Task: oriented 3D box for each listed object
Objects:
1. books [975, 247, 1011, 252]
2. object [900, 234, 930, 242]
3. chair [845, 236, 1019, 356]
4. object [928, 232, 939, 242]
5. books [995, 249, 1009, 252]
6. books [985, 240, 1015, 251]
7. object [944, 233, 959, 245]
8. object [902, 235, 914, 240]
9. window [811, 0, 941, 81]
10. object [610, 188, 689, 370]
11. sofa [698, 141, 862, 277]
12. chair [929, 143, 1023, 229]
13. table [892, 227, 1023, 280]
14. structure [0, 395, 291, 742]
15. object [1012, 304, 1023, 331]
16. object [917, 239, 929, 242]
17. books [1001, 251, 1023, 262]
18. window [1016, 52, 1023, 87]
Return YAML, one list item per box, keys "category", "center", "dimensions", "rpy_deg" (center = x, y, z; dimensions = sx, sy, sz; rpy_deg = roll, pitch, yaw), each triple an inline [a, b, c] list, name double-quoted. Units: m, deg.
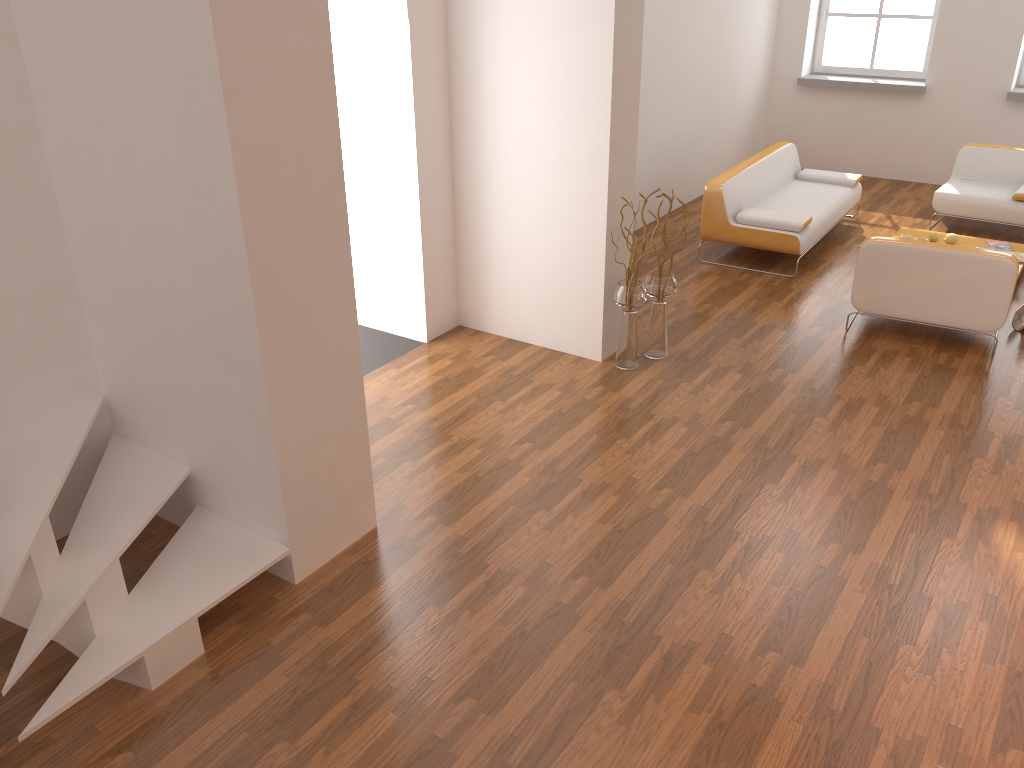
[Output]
- category: "books"
  center: [3.811, -1.055, 7.015]
  dimensions: [0.249, 0.004, 0.171]
  rpy_deg: [3, 27, 8]
- category: "object"
  center: [3.243, -1.142, 7.154]
  dimensions: [0.227, 0.048, 0.227]
  rpy_deg: [10, 28, 21]
- category: "chair"
  center: [2.823, -0.702, 5.919]
  dimensions: [0.923, 0.661, 0.825]
  rpy_deg: [13, 30, 26]
- category: "object"
  center: [3.435, -1.198, 7.218]
  dimensions: [0.094, 0.087, 0.080]
  rpy_deg: [-14, 29, -25]
- category: "books"
  center: [3.806, -1.009, 6.911]
  dimensions: [0.249, 0.004, 0.171]
  rpy_deg: [-17, 31, -29]
- category: "books"
  center: [3.921, -1.114, 7.131]
  dimensions: [0.171, 0.004, 0.249]
  rpy_deg: [6, 27, 13]
- category: "object"
  center: [3.543, -1.169, 7.152]
  dimensions: [0.105, 0.091, 0.103]
  rpy_deg: [13, 29, 25]
- category: "object"
  center: [3.175, -1.152, 7.114]
  dimensions: [0.102, 0.095, 0.101]
  rpy_deg: [1, 26, 3]
- category: "window"
  center: [3.967, -4.177, 9.483]
  dimensions: [1.308, 1.737, 0.142]
  rpy_deg: [16, 31, 30]
- category: "object"
  center: [0.746, -0.617, 5.290]
  dimensions: [0.655, 1.112, 0.284]
  rpy_deg: [-18, 31, -31]
- category: "sofa"
  center: [2.405, -1.592, 7.734]
  dimensions: [0.825, 0.661, 2.010]
  rpy_deg: [15, 30, 29]
- category: "chair"
  center: [4.375, -1.728, 7.961]
  dimensions: [0.923, 0.661, 0.825]
  rpy_deg: [18, 32, 33]
- category: "table"
  center: [3.494, -0.982, 7.049]
  dimensions: [1.000, 0.150, 1.000]
  rpy_deg: [16, 31, 30]
- category: "structure"
  center: [-0.881, 0.404, 1.105]
  dimensions: [4.630, 3.042, 3.450]
  rpy_deg: [16, 31, 30]
- category: "object"
  center: [3.521, -0.483, 5.965]
  dimensions: [0.189, 0.217, 0.281]
  rpy_deg: [22, 34, 38]
- category: "object"
  center: [3.285, -1.119, 7.091]
  dimensions: [0.091, 0.065, 0.092]
  rpy_deg: [-2, 26, -4]
- category: "books"
  center: [3.884, -0.979, 6.840]
  dimensions: [0.171, 0.004, 0.249]
  rpy_deg: [7, 27, 16]
- category: "window"
  center: [5.712, -3.670, 8.420]
  dimensions: [1.308, 1.737, 0.142]
  rpy_deg: [16, 31, 30]
